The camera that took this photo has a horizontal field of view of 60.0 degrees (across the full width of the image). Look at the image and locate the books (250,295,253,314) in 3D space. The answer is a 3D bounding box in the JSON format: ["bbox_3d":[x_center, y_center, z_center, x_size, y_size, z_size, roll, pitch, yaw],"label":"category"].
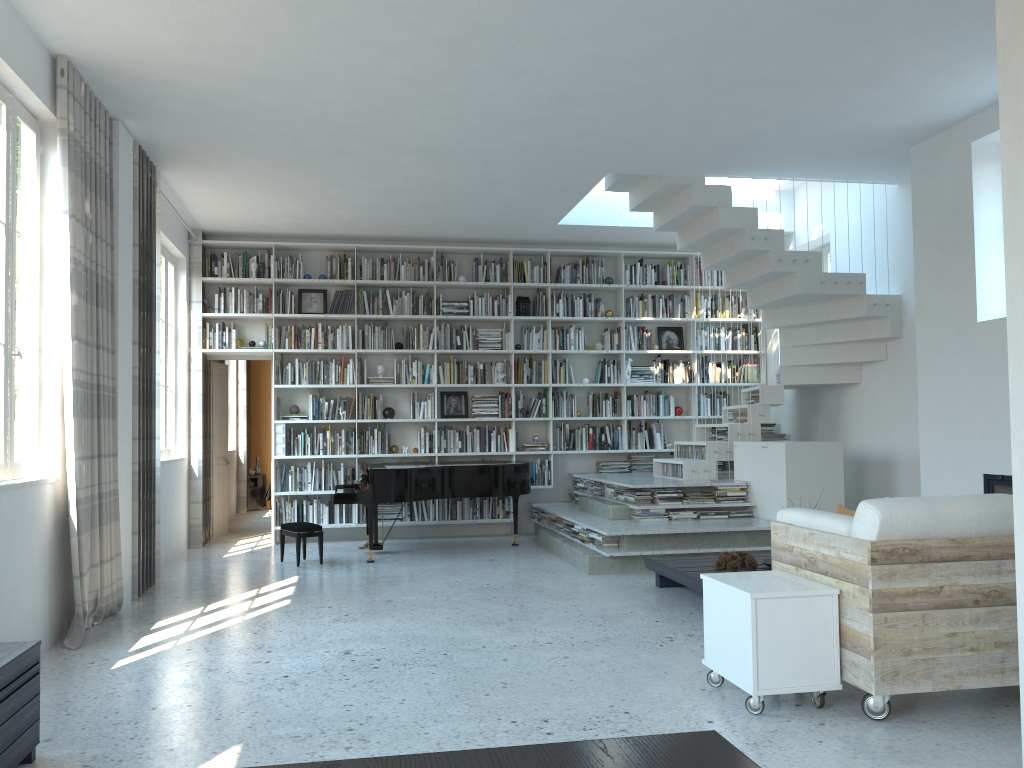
[{"bbox_3d":[-2.738,-0.818,9.333,0.028,0.212,0.138,0,-3,-11],"label":"books"}]

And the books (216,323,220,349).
[{"bbox_3d":[-3.065,-0.485,9.253,0.022,0.281,0.156,0,-3,-11],"label":"books"}]

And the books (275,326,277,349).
[{"bbox_3d":[-2.489,-0.473,9.366,0.012,0.254,0.161,0,-3,-11],"label":"books"}]

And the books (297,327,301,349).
[{"bbox_3d":[-2.255,-0.472,9.405,0.047,0.249,0.134,0,-2,-11],"label":"books"}]

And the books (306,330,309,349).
[{"bbox_3d":[-2.165,-0.457,9.409,0.031,0.217,0.173,0,-3,-11],"label":"books"}]

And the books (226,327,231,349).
[{"bbox_3d":[-2.958,-0.465,9.245,0.021,0.236,0.189,0,-3,-11],"label":"books"}]

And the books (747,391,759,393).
[{"bbox_3d":[2.541,0.086,9.203,0.165,0.014,0.236,-1,-3,6],"label":"books"}]

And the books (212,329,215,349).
[{"bbox_3d":[-3.107,-0.455,9.235,0.010,0.220,0.181,0,-3,-11],"label":"books"}]

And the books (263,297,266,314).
[{"bbox_3d":[-2.612,-0.810,9.362,0.029,0.195,0.146,0,-3,-11],"label":"books"}]

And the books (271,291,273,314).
[{"bbox_3d":[-2.528,-0.846,9.383,0.037,0.268,0.113,0,-2,-11],"label":"books"}]

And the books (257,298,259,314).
[{"bbox_3d":[-2.669,-0.803,9.345,0.031,0.182,0.151,0,-3,-11],"label":"books"}]

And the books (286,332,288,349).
[{"bbox_3d":[-2.371,-0.446,9.362,0.026,0.195,0.175,0,-3,-11],"label":"books"}]

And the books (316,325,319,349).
[{"bbox_3d":[-2.065,-0.485,9.423,0.023,0.271,0.187,0,-3,-11],"label":"books"}]

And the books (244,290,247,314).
[{"bbox_3d":[-2.791,-0.843,9.306,0.025,0.261,0.167,0,-3,-11],"label":"books"}]

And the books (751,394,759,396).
[{"bbox_3d":[2.510,0.115,8.907,0.144,0.011,0.257,-1,-3,-4],"label":"books"}]

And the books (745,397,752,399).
[{"bbox_3d":[2.536,0.144,9.201,0.171,0.011,0.232,-1,-3,0],"label":"books"}]

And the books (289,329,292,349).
[{"bbox_3d":[-2.335,-0.463,9.381,0.030,0.230,0.172,0,-3,-11],"label":"books"}]

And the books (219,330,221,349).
[{"bbox_3d":[-3.045,-0.451,9.272,0.023,0.214,0.140,0,-3,-11],"label":"books"}]

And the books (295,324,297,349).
[{"bbox_3d":[-2.281,-0.487,9.383,0.011,0.277,0.164,0,-3,-11],"label":"books"}]

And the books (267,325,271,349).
[{"bbox_3d":[-2.557,-0.480,9.363,0.044,0.269,0.134,0,-2,-11],"label":"books"}]

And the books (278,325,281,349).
[{"bbox_3d":[-2.452,-0.479,9.356,0.012,0.263,0.180,0,-3,-11],"label":"books"}]

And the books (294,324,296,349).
[{"bbox_3d":[-2.298,-0.488,9.391,0.020,0.280,0.164,0,-3,-11],"label":"books"}]

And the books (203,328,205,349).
[{"bbox_3d":[-3.195,-0.459,9.218,0.013,0.228,0.179,0,-3,-11],"label":"books"}]

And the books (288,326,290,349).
[{"bbox_3d":[-2.356,-0.479,9.382,0.010,0.262,0.151,0,-3,-11],"label":"books"}]

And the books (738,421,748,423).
[{"bbox_3d":[2.313,0.371,8.663,0.206,0.012,0.183,-2,-3,17],"label":"books"}]

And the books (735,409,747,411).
[{"bbox_3d":[2.307,0.254,8.657,0.234,0.025,0.157,-2,-3,27],"label":"books"}]

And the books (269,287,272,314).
[{"bbox_3d":[-2.550,-0.860,9.363,0.014,0.294,0.173,0,-3,-11],"label":"books"}]

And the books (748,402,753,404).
[{"bbox_3d":[2.549,0.199,9.198,0.149,0.014,0.228,-1,-3,1],"label":"books"}]

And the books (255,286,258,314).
[{"bbox_3d":[-2.688,-0.864,9.328,0.012,0.303,0.189,0,-3,-11],"label":"books"}]

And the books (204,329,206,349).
[{"bbox_3d":[-3.182,-0.456,9.221,0.013,0.222,0.162,0,-3,-11],"label":"books"}]

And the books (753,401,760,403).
[{"bbox_3d":[2.518,0.184,8.904,0.130,0.014,0.249,-1,-3,2],"label":"books"}]

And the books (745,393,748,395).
[{"bbox_3d":[2.532,0.100,9.203,0.190,0.015,0.230,-1,-3,3],"label":"books"}]

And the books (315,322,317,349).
[{"bbox_3d":[-2.087,-0.500,9.438,0.014,0.303,0.151,0,-2,-11],"label":"books"}]

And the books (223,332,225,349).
[{"bbox_3d":[-2.993,-0.442,9.256,0.024,0.193,0.181,0,-3,-11],"label":"books"}]

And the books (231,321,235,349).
[{"bbox_3d":[-2.917,-0.495,9.275,0.013,0.298,0.179,0,-3,-11],"label":"books"}]

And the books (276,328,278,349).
[{"bbox_3d":[-2.470,-0.463,9.360,0.022,0.232,0.151,0,-3,-11],"label":"books"}]

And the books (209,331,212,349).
[{"bbox_3d":[-3.128,-0.443,9.239,0.029,0.197,0.160,0,-3,-11],"label":"books"}]

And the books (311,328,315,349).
[{"bbox_3d":[-2.116,-0.467,9.429,0.047,0.238,0.162,0,-3,-11],"label":"books"}]

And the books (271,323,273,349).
[{"bbox_3d":[-2.527,-0.490,9.353,0.010,0.286,0.137,0,-2,-11],"label":"books"}]

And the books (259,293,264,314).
[{"bbox_3d":[-2.635,-0.828,9.330,0.029,0.229,0.191,0,-3,-11],"label":"books"}]

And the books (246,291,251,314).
[{"bbox_3d":[-2.764,-0.838,9.311,0.030,0.251,0.166,0,-3,-11],"label":"books"}]

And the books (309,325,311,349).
[{"bbox_3d":[-2.145,-0.485,9.419,0.014,0.272,0.180,0,-3,-11],"label":"books"}]

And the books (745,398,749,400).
[{"bbox_3d":[2.535,0.153,9.201,0.170,0.006,0.268,-1,-3,0],"label":"books"}]

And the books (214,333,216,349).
[{"bbox_3d":[-3.093,-0.436,9.262,0.029,0.185,0.135,0,-3,-11],"label":"books"}]

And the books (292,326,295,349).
[{"bbox_3d":[-2.313,-0.474,9.384,0.014,0.252,0.187,0,-3,-11],"label":"books"}]

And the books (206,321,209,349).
[{"bbox_3d":[-3.174,-0.495,9.247,0.013,0.302,0.135,0,-2,-11],"label":"books"}]

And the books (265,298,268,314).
[{"bbox_3d":[-2.582,-0.807,9.353,0.026,0.188,0.154,0,-3,-11],"label":"books"}]

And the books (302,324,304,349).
[{"bbox_3d":[-2.215,-0.486,9.414,0.012,0.277,0.150,0,-2,-11],"label":"books"}]

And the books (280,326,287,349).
[{"bbox_3d":[-2.419,-0.476,9.378,0.062,0.258,0.153,0,-3,-11],"label":"books"}]

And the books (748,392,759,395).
[{"bbox_3d":[2.491,0.094,8.908,0.191,0.013,0.243,-1,-3,0],"label":"books"}]

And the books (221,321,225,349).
[{"bbox_3d":[-3.010,-0.494,9.241,0.013,0.297,0.187,0,-3,-11],"label":"books"}]

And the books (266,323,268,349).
[{"bbox_3d":[-2.581,-0.489,9.338,0.012,0.285,0.159,0,-3,-11],"label":"books"}]

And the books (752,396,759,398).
[{"bbox_3d":[2.507,0.134,8.906,0.154,0.014,0.196,-1,-3,2],"label":"books"}]

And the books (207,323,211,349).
[{"bbox_3d":[-3.152,-0.486,9.228,0.023,0.281,0.170,0,-3,-11],"label":"books"}]

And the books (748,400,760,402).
[{"bbox_3d":[2.489,0.171,8.905,0.182,0.013,0.287,-1,-3,3],"label":"books"}]

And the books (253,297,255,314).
[{"bbox_3d":[-2.712,-0.810,9.346,0.029,0.197,0.144,0,-3,-11],"label":"books"}]

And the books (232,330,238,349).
[{"bbox_3d":[-2.893,-0.452,9.264,0.029,0.211,0.187,0,-3,-11],"label":"books"}]

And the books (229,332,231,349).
[{"bbox_3d":[-2.940,-0.440,9.289,0.029,0.191,0.134,0,-3,-11],"label":"books"}]

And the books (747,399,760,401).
[{"bbox_3d":[2.488,0.158,8.905,0.191,0.014,0.244,-1,-3,2],"label":"books"}]

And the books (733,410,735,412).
[{"bbox_3d":[2.333,0.267,8.910,0.166,0.017,0.190,0,-3,-8],"label":"books"}]
